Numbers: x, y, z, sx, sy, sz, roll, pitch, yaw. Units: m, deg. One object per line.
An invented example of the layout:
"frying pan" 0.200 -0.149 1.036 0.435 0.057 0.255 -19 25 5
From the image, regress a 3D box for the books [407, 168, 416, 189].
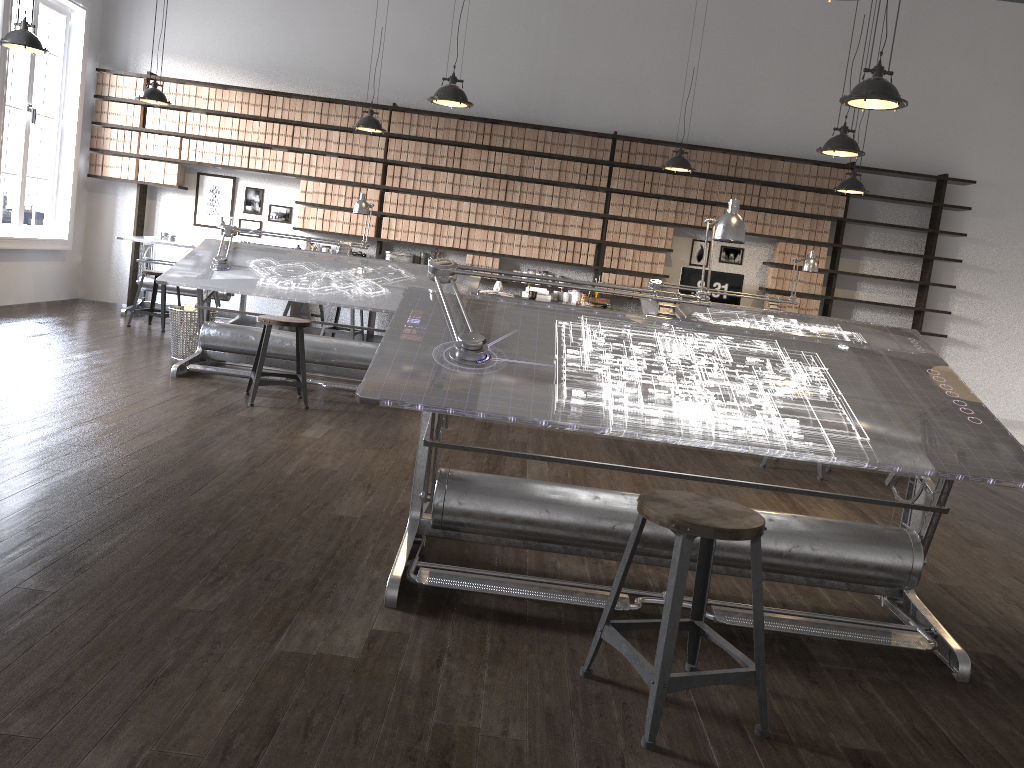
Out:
"books" -1.054 -2.153 9.323 0.067 0.224 0.175 7 7 0

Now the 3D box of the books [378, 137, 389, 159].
"books" -1.353 -2.466 9.298 0.067 0.224 0.175 7 7 0

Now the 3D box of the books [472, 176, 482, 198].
"books" -0.366 -2.063 9.318 0.067 0.224 0.175 7 7 0

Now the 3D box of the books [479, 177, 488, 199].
"books" -0.294 -2.054 9.317 0.067 0.224 0.175 7 7 0

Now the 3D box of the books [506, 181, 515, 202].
"books" -0.019 -2.019 9.323 0.067 0.224 0.175 7 7 0

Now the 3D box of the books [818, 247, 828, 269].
"books" 3.249 -1.324 9.329 0.067 0.224 0.175 7 7 0

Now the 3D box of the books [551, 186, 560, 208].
"books" 0.460 -1.957 9.315 0.067 0.224 0.175 7 7 0

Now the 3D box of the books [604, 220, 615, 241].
"books" 1.029 -1.613 9.343 0.067 0.224 0.175 7 7 0

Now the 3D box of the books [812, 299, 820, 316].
"books" 3.187 -0.780 9.377 0.067 0.224 0.175 7 7 0

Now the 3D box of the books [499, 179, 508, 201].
"books" -0.093 -2.028 9.318 0.067 0.224 0.175 7 7 0

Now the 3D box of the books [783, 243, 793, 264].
"books" 2.885 -1.372 9.333 0.067 0.224 0.175 7 7 0

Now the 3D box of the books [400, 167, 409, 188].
"books" -1.124 -2.163 9.328 0.067 0.224 0.175 7 7 0

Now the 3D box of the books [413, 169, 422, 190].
"books" -0.984 -2.144 9.327 0.067 0.224 0.175 7 7 0

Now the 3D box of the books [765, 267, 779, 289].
"books" 2.742 -1.115 9.355 0.067 0.224 0.175 7 7 0

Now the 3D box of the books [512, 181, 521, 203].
"books" 0.052 -2.010 9.318 0.067 0.224 0.175 7 7 0

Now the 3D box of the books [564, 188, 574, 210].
"books" 0.599 -1.939 9.320 0.067 0.224 0.175 7 7 0

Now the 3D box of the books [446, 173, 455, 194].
"books" -0.646 -2.100 9.321 0.067 0.224 0.175 7 7 0

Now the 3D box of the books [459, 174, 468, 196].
"books" -0.507 -2.083 9.326 0.067 0.224 0.175 7 7 0

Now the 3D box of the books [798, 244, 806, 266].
"books" 3.026 -1.354 9.333 0.067 0.224 0.175 7 7 0

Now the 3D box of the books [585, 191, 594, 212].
"books" 0.805 -1.911 9.312 0.067 0.224 0.175 7 7 0

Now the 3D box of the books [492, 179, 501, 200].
"books" -0.167 -2.038 9.323 0.067 0.224 0.175 7 7 0

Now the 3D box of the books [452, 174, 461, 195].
"books" -0.576 -2.091 9.324 0.067 0.224 0.175 7 7 0

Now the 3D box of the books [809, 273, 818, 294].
"books" 3.151 -1.062 9.355 0.067 0.224 0.175 7 7 0

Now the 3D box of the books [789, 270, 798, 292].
"books" 2.950 -1.088 9.355 0.067 0.224 0.175 7 7 0

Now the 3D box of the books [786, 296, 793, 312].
"books" 2.918 -0.815 9.381 0.067 0.224 0.175 7 7 0

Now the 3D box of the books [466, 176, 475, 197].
"books" -0.438 -2.073 9.321 0.067 0.224 0.175 7 7 0

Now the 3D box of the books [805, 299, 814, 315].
"books" 3.123 -0.790 9.384 0.067 0.224 0.175 7 7 0

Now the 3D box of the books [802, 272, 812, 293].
"books" 3.088 -1.070 9.351 0.067 0.224 0.175 7 7 0

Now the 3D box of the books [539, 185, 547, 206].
"books" 0.325 -1.975 9.319 0.067 0.224 0.175 7 7 0

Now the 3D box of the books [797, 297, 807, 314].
"books" 3.054 -0.798 9.383 0.067 0.224 0.175 7 7 0

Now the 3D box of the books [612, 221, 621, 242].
"books" 1.098 -1.604 9.341 0.067 0.224 0.175 7 7 0

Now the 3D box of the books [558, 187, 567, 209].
"books" 0.529 -1.948 9.319 0.067 0.224 0.175 7 7 0

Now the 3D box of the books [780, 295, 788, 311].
"books" 2.856 -0.824 9.383 0.067 0.224 0.175 7 7 0

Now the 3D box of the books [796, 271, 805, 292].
"books" 3.022 -1.078 9.352 0.067 0.224 0.175 7 7 0

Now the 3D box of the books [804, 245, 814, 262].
"books" 3.100 -1.343 9.327 0.067 0.224 0.175 7 7 0

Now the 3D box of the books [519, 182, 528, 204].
"books" 0.122 -2.001 9.321 0.067 0.224 0.175 7 7 0

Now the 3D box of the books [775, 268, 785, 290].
"books" 2.812 -1.106 9.358 0.067 0.224 0.175 7 7 0

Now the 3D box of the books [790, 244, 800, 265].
"books" 2.955 -1.362 9.328 0.067 0.224 0.175 7 7 0

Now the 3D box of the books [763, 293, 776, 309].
"books" 2.723 -0.841 9.385 0.067 0.224 0.175 7 7 0

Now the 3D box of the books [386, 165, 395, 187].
"books" -1.272 -2.182 9.329 0.067 0.224 0.175 7 7 0

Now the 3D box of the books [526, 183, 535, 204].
"books" 0.192 -1.992 9.321 0.067 0.224 0.175 7 7 0

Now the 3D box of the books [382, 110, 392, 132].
"books" -1.310 -2.737 9.271 0.067 0.224 0.175 7 7 0

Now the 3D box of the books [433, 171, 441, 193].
"books" -0.780 -2.118 9.325 0.067 0.224 0.175 7 7 0

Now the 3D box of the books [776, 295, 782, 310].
"books" 2.790 -0.832 9.379 0.067 0.224 0.175 7 7 0

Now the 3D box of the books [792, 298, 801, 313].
"books" 2.984 -0.807 9.379 0.067 0.224 0.175 7 7 0

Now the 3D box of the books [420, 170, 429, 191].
"books" -0.913 -2.135 9.327 0.067 0.224 0.175 7 7 0

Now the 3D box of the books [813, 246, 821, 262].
"books" 3.174 -1.334 9.332 0.067 0.224 0.175 7 7 0

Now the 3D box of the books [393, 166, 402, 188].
"books" -1.199 -2.172 9.323 0.067 0.224 0.175 7 7 0

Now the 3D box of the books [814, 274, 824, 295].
"books" 3.220 -1.054 9.356 0.067 0.224 0.175 7 7 0

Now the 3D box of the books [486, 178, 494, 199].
"books" -0.232 -2.047 9.321 0.067 0.224 0.175 7 7 0

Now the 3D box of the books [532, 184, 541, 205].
"books" 0.259 -1.982 9.315 0.067 0.224 0.175 7 7 0

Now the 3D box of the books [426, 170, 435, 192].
"books" -0.846 -2.126 9.320 0.067 0.224 0.175 7 7 0

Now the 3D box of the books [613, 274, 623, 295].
"books" 1.120 -1.048 9.387 0.067 0.224 0.175 7 7 0

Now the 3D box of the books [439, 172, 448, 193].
"books" -0.718 -2.109 9.323 0.067 0.224 0.175 7 7 0

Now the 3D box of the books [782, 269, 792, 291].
"books" 2.881 -1.098 9.360 0.067 0.224 0.175 7 7 0

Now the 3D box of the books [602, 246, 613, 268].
"books" 1.011 -1.340 9.368 0.067 0.224 0.175 7 7 0

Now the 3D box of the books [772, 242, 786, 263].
"books" 2.815 -1.381 9.333 0.067 0.224 0.175 7 7 0
